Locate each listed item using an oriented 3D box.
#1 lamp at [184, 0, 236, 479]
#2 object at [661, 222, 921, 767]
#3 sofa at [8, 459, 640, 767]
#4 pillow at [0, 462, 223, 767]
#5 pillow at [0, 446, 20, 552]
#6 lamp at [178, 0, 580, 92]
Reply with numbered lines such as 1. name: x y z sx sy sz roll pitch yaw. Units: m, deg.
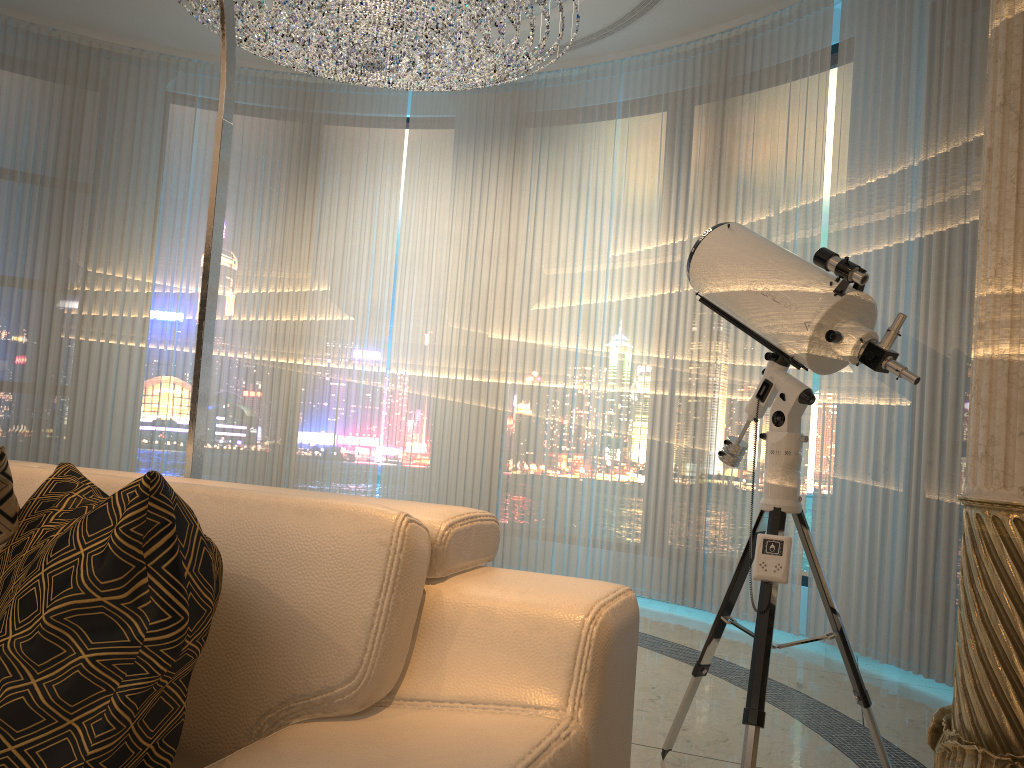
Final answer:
1. lamp: -1.054 -0.405 1.208 0.393 2.519 2.009 3 -3 20
2. object: 0.629 0.292 2.124 0.616 1.471 0.570 2 -4 26
3. sofa: -1.080 0.483 1.265 2.328 0.754 1.145 3 -3 20
4. pillow: -0.521 0.301 1.061 0.301 0.436 0.575 7 -4 -39
5. pillow: -0.889 0.284 1.224 0.575 0.436 0.301 2 -4 26
6. lamp: -0.606 -1.772 4.033 2.109 0.685 2.109 5 -3 -25
